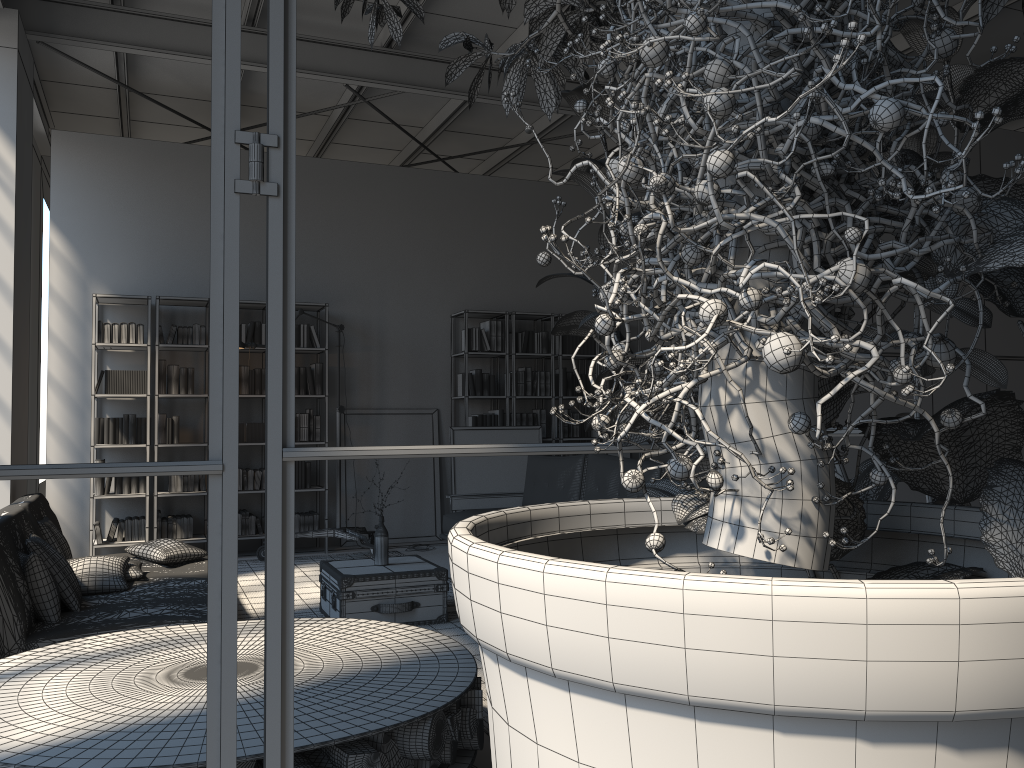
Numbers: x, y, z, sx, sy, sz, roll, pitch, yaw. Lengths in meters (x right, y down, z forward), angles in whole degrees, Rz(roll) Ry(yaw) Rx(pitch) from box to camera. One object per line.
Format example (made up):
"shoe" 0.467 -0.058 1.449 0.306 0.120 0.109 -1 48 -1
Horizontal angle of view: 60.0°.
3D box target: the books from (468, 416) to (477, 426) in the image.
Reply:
"books" -0.394 0.432 8.781 0.053 0.229 0.162 1 -3 -25

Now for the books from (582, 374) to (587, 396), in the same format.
"books" 0.725 0.023 9.338 0.057 0.244 0.180 1 -3 -22

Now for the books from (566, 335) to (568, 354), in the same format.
"books" 0.529 -0.415 9.120 0.016 0.240 0.182 1 -3 -22

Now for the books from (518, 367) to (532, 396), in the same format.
"books" 0.127 -0.020 9.022 0.071 0.303 0.222 1 -3 -22

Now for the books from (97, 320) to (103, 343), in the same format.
"books" -3.497 -0.423 7.539 0.037 0.209 0.284 1 -3 -22

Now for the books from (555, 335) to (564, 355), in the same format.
"books" 0.485 -0.416 9.102 0.016 0.240 0.182 1 -3 -22

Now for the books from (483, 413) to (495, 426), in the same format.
"books" -0.230 0.421 8.867 0.027 0.258 0.189 1 -3 -32

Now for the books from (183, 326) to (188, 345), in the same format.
"books" -2.886 -0.413 7.818 0.040 0.174 0.240 1 -3 -22

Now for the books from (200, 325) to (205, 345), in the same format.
"books" -2.750 -0.417 7.859 0.047 0.182 0.270 1 -3 -22

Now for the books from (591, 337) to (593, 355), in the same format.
"books" 0.790 -0.413 9.228 0.016 0.240 0.182 1 -3 -22

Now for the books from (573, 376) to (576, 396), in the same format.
"books" 0.623 0.029 9.260 0.022 0.227 0.165 1 -3 -22

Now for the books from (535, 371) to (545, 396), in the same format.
"books" 0.270 0.001 9.058 0.062 0.265 0.193 1 -3 -22

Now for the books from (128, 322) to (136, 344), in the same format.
"books" -3.268 -0.423 7.626 0.062 0.195 0.266 1 -3 -22

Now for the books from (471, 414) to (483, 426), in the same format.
"books" -0.345 0.425 8.807 0.043 0.245 0.170 1 -3 -32

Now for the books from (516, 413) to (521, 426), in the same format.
"books" 0.026 0.424 9.011 0.062 0.265 0.193 1 -3 -22

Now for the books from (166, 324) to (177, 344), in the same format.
"books" -2.981 -0.418 7.763 0.089 0.183 0.269 1 -2 -21

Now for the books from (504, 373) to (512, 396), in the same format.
"books" -0.025 0.009 8.939 0.057 0.244 0.178 1 -3 -22

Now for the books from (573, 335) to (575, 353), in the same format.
"books" 0.601 -0.415 9.150 0.016 0.240 0.182 1 -3 -22

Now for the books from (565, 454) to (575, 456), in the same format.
"books" 0.603 0.841 9.132 0.027 0.278 0.202 1 -3 -22

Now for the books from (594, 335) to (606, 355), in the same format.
"books" 0.916 -0.438 9.340 0.048 0.299 0.243 1 -3 -22

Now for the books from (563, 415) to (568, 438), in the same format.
"books" 0.518 0.440 9.197 0.057 0.244 0.178 1 -3 -22

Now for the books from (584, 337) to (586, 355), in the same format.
"books" 0.718 -0.413 9.198 0.016 0.240 0.182 1 -3 -22

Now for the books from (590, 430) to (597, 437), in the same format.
"books" 0.881 0.443 9.358 0.043 0.245 0.170 1 -3 -22

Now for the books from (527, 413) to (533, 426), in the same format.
"books" 0.149 0.425 9.054 0.062 0.265 0.193 1 -3 -22

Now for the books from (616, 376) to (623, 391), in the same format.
"books" 1.094 0.008 9.384 0.091 0.266 0.195 1 -3 -22

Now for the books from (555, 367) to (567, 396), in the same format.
"books" 0.510 -0.014 9.205 0.038 0.304 0.224 1 -3 -22

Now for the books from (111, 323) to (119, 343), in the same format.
"books" -3.387 -0.414 7.576 0.062 0.195 0.266 1 -3 -22

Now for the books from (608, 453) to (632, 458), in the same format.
"books" 1.117 0.828 9.203 0.303 0.326 0.033 1 -3 -22

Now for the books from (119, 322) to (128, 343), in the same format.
"books" -3.328 -0.419 7.601 0.062 0.195 0.266 1 -3 -22

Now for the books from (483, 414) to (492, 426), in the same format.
"books" -0.266 0.426 8.850 0.054 0.248 0.180 1 -3 -32

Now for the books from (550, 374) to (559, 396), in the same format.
"books" 0.442 0.020 9.222 0.057 0.244 0.180 1 -3 -22

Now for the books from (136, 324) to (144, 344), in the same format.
"books" -3.208 -0.411 7.650 0.062 0.195 0.266 1 -3 -22

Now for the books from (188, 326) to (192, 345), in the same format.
"books" -2.850 -0.413 7.833 0.040 0.174 0.240 1 -3 -22

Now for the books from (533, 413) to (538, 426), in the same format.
"books" 0.207 0.428 9.101 0.084 0.267 0.193 1 -3 -23

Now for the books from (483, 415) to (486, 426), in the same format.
"books" -0.310 0.427 8.829 0.029 0.243 0.168 1 -3 -37

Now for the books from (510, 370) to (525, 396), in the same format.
"books" 0.051 -0.001 8.968 0.091 0.265 0.193 1 -3 -22

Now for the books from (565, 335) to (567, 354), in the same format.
"books" 0.514 -0.415 9.114 0.016 0.240 0.182 1 -3 -22

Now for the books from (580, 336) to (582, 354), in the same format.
"books" 0.674 -0.414 9.180 0.016 0.240 0.182 1 -3 -22

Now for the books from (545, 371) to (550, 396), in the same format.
"books" 0.325 0.002 9.094 0.062 0.265 0.193 1 -3 -22

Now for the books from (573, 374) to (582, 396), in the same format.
"books" 0.674 0.022 9.306 0.057 0.244 0.180 1 -3 -22

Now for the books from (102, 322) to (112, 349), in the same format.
"books" -3.447 -0.409 7.551 0.062 0.205 0.272 1 -3 -22

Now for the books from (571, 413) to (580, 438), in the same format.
"books" 0.625 0.430 9.251 0.091 0.265 0.193 1 -3 -22

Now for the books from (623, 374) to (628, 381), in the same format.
"books" 1.171 0.020 9.412 0.057 0.244 0.180 1 -3 -22

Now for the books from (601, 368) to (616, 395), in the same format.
"books" 1.018 -0.014 9.332 0.071 0.304 0.224 1 -3 -22

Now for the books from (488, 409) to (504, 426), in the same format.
"books" -0.159 0.406 8.909 0.048 0.299 0.243 1 -3 -32

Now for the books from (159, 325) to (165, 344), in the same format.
"books" -3.070 -0.414 7.742 0.067 0.174 0.240 1 -3 -24

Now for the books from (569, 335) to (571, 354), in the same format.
"books" 0.558 -0.415 9.132 0.016 0.240 0.182 1 -3 -22

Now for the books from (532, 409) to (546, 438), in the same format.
"books" 0.276 0.407 9.129 0.071 0.303 0.222 1 -3 -22

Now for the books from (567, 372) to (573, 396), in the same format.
"books" 0.561 0.009 9.262 0.091 0.266 0.195 1 -3 -22

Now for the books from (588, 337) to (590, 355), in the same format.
"books" 0.761 -0.413 9.216 0.016 0.240 0.182 1 -3 -22

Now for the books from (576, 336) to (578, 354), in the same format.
"books" 0.630 -0.414 9.162 0.016 0.240 0.182 1 -3 -22

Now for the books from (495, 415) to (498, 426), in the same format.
"books" -0.203 0.431 8.883 0.030 0.241 0.194 1 -3 -36

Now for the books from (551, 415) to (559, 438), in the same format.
"books" 0.459 0.440 9.184 0.057 0.244 0.178 1 -3 -22

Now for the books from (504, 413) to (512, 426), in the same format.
"books" -0.031 0.424 8.981 0.062 0.265 0.193 1 -3 -22

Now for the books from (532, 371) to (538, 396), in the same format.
"books" 0.196 0.003 9.050 0.084 0.267 0.193 1 -3 -21

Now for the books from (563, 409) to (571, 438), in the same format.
"books" 0.554 0.410 9.259 0.038 0.303 0.222 1 -3 -22

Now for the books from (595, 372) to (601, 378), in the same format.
"books" 0.949 0.007 9.301 0.084 0.268 0.195 1 -3 -21

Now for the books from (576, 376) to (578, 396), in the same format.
"books" 0.643 0.029 9.270 0.022 0.227 0.165 1 -3 -22

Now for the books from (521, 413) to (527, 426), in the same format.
"books" 0.084 0.425 9.040 0.062 0.265 0.193 1 -3 -22
